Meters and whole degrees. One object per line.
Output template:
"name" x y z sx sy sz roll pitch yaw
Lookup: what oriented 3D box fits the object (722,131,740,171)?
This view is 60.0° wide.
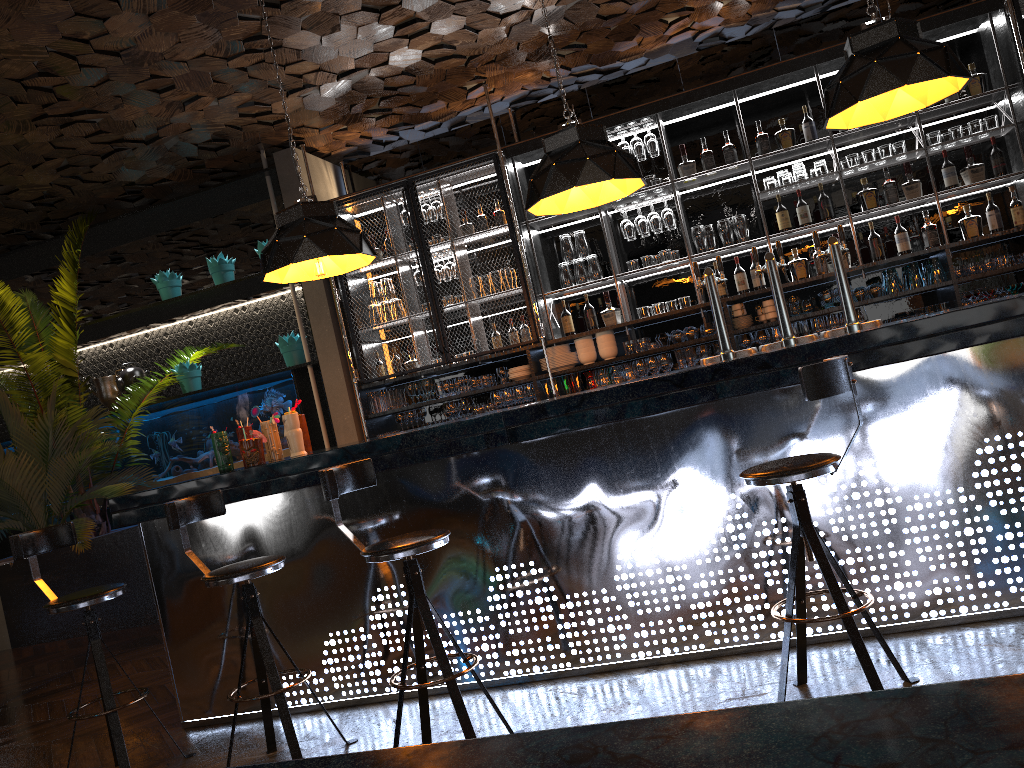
"object" 1.602 -1.723 6.533 0.083 0.282 0.083 -13 -1 31

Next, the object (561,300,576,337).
"object" 0.427 -0.507 6.915 0.086 0.299 0.086 -12 -1 -26

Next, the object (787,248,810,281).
"object" 2.077 -0.862 6.441 0.151 0.248 0.094 -13 -1 4

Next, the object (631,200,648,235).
"object" 0.955 -1.245 6.636 0.092 0.244 0.092 -12 -1 -24

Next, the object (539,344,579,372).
"object" 0.361 -0.197 6.842 0.306 0.195 0.300 -13 -1 17

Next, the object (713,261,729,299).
"object" 1.540 -0.764 6.599 0.086 0.299 0.086 -12 -1 -26

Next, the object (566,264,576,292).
"object" 0.438 -0.838 7.003 0.105 0.209 0.105 -12 -1 -29

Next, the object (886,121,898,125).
"object" 2.640 -1.969 6.238 0.083 0.282 0.083 -13 -1 16

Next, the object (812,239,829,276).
"object" 2.218 -0.913 6.401 0.083 0.282 0.083 -13 -1 16

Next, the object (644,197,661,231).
"object" 1.048 -1.267 6.610 0.092 0.244 0.092 -12 -1 -24

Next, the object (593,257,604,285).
"object" 0.651 -0.887 6.924 0.105 0.209 0.105 -12 -1 -29

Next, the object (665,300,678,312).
"object" 1.211 -0.582 6.715 0.089 0.092 0.089 -13 -1 26

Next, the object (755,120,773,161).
"object" 1.824 -1.781 6.470 0.083 0.282 0.083 -13 -1 1

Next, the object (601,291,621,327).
"object" 0.751 -0.573 6.803 0.123 0.279 0.123 -13 -1 29

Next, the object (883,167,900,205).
"object" 2.665 -1.389 6.257 0.083 0.282 0.083 -13 -1 16

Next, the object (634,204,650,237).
"object" 0.999 -1.252 6.795 0.092 0.244 0.092 -12 -1 -24

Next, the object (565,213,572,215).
"object" 0.418 -1.454 6.855 0.123 0.279 0.123 -13 -1 4

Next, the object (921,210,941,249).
"object" 2.919 -1.075 6.202 0.083 0.282 0.083 -13 -1 1

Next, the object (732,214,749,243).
"object" 1.674 -1.126 6.479 0.105 0.209 0.105 -12 -1 -30

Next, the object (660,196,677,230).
"object" 1.189 -1.296 6.741 0.092 0.244 0.092 -12 -1 -24

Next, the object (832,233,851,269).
"object" 2.345 -0.940 6.350 0.123 0.279 0.123 -13 -1 29

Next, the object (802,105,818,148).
"object" 2.138 -1.860 6.394 0.086 0.298 0.086 -12 -1 -26

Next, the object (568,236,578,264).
"object" 0.450 -1.055 6.984 0.105 0.209 0.105 -12 -1 -29

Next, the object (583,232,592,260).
"object" 0.557 -1.080 6.941 0.105 0.209 0.105 -12 -1 -29

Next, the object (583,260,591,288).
"object" 0.551 -0.864 6.963 0.105 0.209 0.105 -12 -1 -29

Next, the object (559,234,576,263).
"object" 0.425 -1.051 6.874 0.105 0.209 0.105 -12 -1 -29

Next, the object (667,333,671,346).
"object" 1.159 -0.331 6.726 0.109 0.100 0.109 -13 -1 -1

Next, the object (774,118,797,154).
"object" 1.979 -1.798 6.426 0.151 0.248 0.094 -13 -1 19

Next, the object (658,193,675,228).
"object" 1.146 -1.289 6.582 0.092 0.244 0.092 -12 -1 -24

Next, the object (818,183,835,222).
"object" 2.248 -1.301 6.378 0.086 0.297 0.086 -12 -1 -26

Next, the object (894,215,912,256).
"object" 2.747 -1.043 6.258 0.086 0.298 0.086 -12 -1 -26

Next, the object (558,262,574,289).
"object" 0.418 -0.835 6.887 0.105 0.209 0.105 -12 -1 -29

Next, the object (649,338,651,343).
"object" 1.032 -0.299 6.824 0.089 0.100 0.100 -13 -1 9

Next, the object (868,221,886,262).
"object" 2.569 -1.003 6.275 0.086 0.297 0.086 -12 -1 -41

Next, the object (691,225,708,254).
"object" 1.392 -1.061 6.555 0.105 0.209 0.105 -12 -1 -30

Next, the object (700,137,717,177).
"object" 1.445 -1.687 6.578 0.083 0.282 0.083 -13 -1 1

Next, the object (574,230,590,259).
"object" 0.537 -1.077 6.852 0.105 0.209 0.105 -12 -1 -29

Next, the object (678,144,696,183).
"object" 1.298 -1.650 6.621 0.123 0.279 0.123 -13 -1 4

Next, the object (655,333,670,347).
"object" 1.117 -0.324 6.573 0.109 0.100 0.109 -13 -1 -1

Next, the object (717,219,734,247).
"object" 1.578 -1.104 6.531 0.105 0.209 0.105 -12 -1 -30

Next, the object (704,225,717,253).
"object" 1.481 -1.080 6.649 0.105 0.209 0.105 -12 -1 -30

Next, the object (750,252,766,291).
"object" 1.800 -0.825 6.527 0.086 0.298 0.086 -12 -1 -26

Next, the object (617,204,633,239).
"object" 0.852 -1.221 6.666 0.092 0.244 0.092 -12 -1 -24

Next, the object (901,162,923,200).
"object" 2.792 -1.416 6.207 0.123 0.279 0.123 -13 -1 29

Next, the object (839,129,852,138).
"object" 2.357 -1.912 6.326 0.086 0.298 0.086 -12 -1 -26

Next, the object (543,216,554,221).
"object" 0.260 -1.428 6.946 0.086 0.298 0.086 -12 -1 -26

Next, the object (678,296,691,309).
"object" 1.293 -0.602 6.626 0.089 0.092 0.089 -13 -1 26

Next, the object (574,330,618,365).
"object" 0.640 -0.273 6.728 0.309 0.216 0.149 -13 -1 13

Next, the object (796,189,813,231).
"object" 2.112 -1.270 6.446 0.086 0.298 0.086 -12 -1 -26

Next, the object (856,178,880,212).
"object" 2.523 -1.338 6.297 0.151 0.248 0.094 -13 -1 4

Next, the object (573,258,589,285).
"object" 0.529 -0.861 6.856 0.105 0.209 0.105 -12 -1 -29

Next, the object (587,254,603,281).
"object" 0.634 -0.885 6.813 0.105 0.209 0.105 -12 -1 -29

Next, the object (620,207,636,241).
"object" 0.895 -1.228 6.825 0.092 0.244 0.092 -12 -1 -24

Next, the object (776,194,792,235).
"object" 1.969 -1.236 6.461 0.086 0.299 0.086 -12 -1 -26

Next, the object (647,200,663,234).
"object" 1.092 -1.274 6.769 0.092 0.244 0.092 -12 -1 -24

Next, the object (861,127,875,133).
"object" 2.486 -1.931 6.268 0.123 0.279 0.123 -13 -1 4

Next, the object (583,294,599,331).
"object" 0.598 -0.548 6.834 0.086 0.297 0.086 -12 -1 -41

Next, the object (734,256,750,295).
"object" 1.695 -0.801 6.581 0.086 0.298 0.086 -12 -1 -26

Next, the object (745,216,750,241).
"object" 1.713 -1.133 6.580 0.105 0.209 0.105 -12 -1 -30
